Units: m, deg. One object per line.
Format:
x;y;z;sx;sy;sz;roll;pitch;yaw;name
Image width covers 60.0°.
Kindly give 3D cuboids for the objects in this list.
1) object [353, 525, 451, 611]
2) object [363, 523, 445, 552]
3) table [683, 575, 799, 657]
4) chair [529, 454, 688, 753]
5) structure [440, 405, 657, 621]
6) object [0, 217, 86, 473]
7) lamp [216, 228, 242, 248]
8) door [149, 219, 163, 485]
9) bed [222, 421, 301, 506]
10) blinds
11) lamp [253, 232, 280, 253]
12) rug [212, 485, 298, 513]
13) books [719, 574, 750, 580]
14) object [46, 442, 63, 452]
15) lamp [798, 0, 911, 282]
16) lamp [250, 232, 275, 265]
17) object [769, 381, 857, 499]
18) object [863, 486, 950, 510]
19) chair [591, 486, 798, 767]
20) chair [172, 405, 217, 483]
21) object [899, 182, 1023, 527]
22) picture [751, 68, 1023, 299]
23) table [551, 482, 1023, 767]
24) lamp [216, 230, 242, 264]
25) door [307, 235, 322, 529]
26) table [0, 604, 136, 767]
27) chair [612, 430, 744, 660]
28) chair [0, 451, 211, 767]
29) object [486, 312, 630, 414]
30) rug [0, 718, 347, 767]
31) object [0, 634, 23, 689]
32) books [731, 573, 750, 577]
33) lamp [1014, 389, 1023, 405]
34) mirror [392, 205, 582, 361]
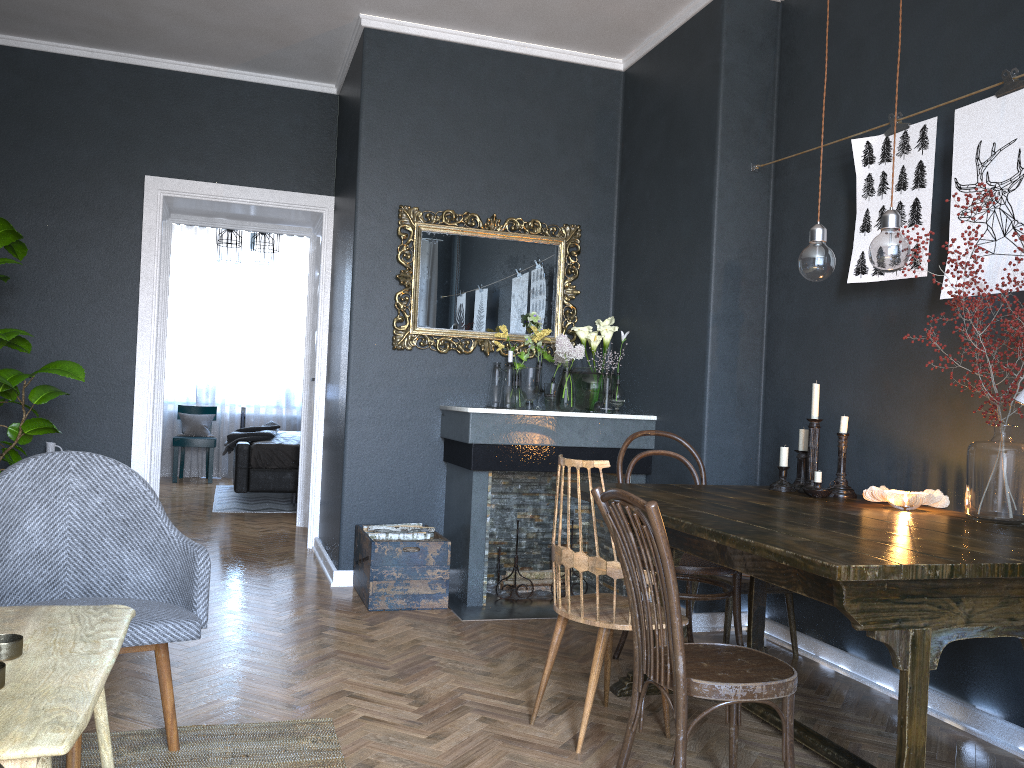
-0.563;0.908;4.449;0.383;0.326;0.552;3;-1;-18;object
-0.555;0.833;4.451;0.370;0.247;0.533;3;-1;-17;object
0.987;0.977;3.832;0.364;0.317;0.369;3;-1;-18;table
0.302;0.659;2.785;0.384;0.856;0.456;3;0;-33;chair
0.173;0.629;4.595;1.065;0.981;0.834;3;-1;-18;structure
-2.645;0.028;4.228;1.118;1.899;0.763;3;0;-24;object
-2.540;-1.604;8.004;0.210;0.714;0.210;3;0;-4;lamp
-2.440;-0.084;5.872;0.162;2.186;0.856;3;0;-18;door
-1.534;0.524;8.547;2.375;1.161;2.265;3;-1;-18;bed
-2.937;-0.334;10.052;3.993;2.788;0.312;3;0;-18;blinds
-2.152;-1.556;7.824;0.210;0.769;0.210;3;0;-4;lamp
-2.041;1.078;8.358;1.458;0.013;2.045;3;-1;-18;rug
0.992;0.813;3.849;0.219;0.013;0.272;2;-1;29;books
-2.710;0.459;5.004;0.228;0.268;0.229;3;-1;16;object
0.375;-1.134;2.650;1.590;1.574;0.583;3;0;14;lamp
-2.453;-1.564;8.763;0.210;0.747;0.210;3;0;-4;lamp
1.108;0.195;3.278;0.223;0.419;0.368;3;-1;-17;object
1.261;0.367;2.843;0.252;0.072;0.254;3;-1;-11;object
0.448;0.667;2.145;0.467;0.820;0.363;3;0;-18;chair
-3.389;0.635;9.488;0.436;0.798;0.592;3;-1;-18;chair
1.440;-0.060;2.575;0.556;0.930;0.639;2;-1;43;object
1.781;-0.650;2.010;0.058;0.771;4.457;3;-1;-18;picture
0.904;0.745;2.648;1.126;0.727;1.604;3;-1;-18;table
-2.657;-1.552;8.376;0.210;0.804;0.210;3;0;-4;lamp
-1.312;-0.024;6.231;0.162;2.186;0.856;3;0;-18;door
-0.844;0.730;1.469;0.339;0.550;0.787;3;-1;-18;table
0.654;0.651;3.450;0.438;0.920;0.549;3;0;-15;chair
-1.173;0.598;2.340;0.645;0.811;0.494;3;-1;-39;chair
0.268;-0.127;4.784;0.727;0.547;0.474;3;-1;-15;object
-0.734;1.012;1.649;1.004;0.013;2.011;3;-1;-18;rug
-0.815;0.439;1.333;0.103;0.033;0.369;3;-1;-7;object
0.975;0.793;3.845;0.207;0.025;0.262;2;-1;25;books
1.527;0.464;1.915;0.800;1.069;0.242;2;0;27;lamp
-0.121;-0.543;4.873;1.057;0.784;0.067;3;0;-18;mirror
